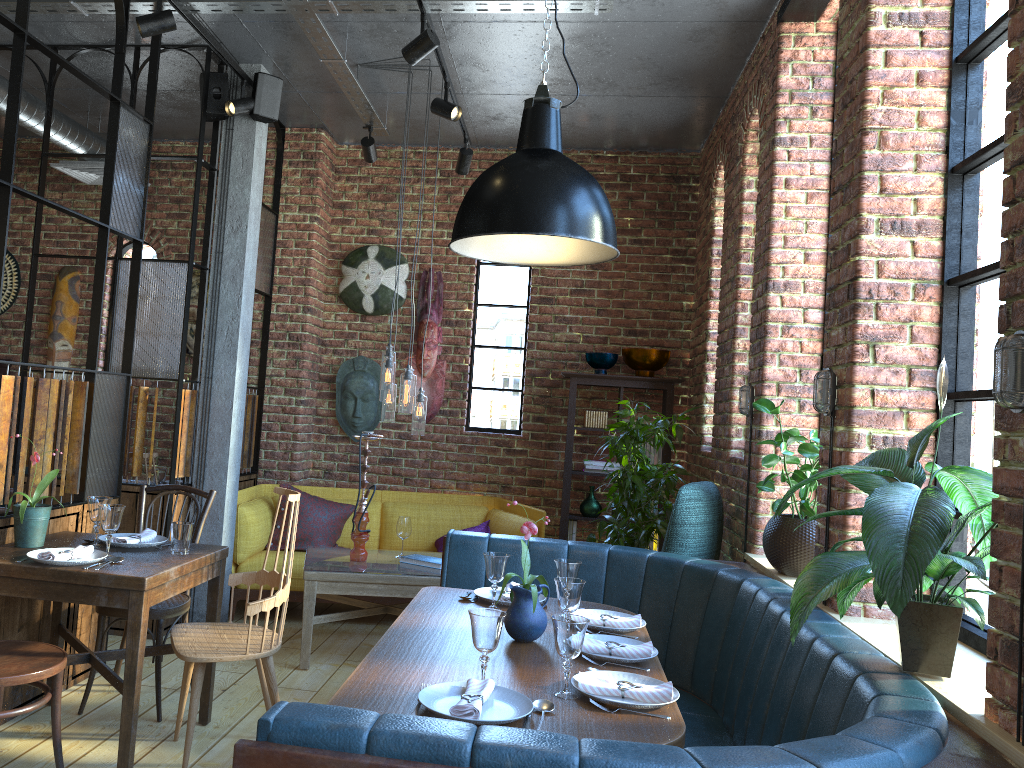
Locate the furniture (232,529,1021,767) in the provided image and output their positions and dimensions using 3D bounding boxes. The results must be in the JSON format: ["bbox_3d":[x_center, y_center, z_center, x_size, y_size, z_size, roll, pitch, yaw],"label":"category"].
[{"bbox_3d":[0.278,1.054,2.592,1.381,0.823,2.580,4,-2,5],"label":"furniture"}]

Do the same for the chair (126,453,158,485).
[{"bbox_3d":[-2.244,0.891,5.186,0.530,1.007,0.455,4,-3,-7],"label":"chair"}]

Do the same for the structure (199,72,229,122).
[{"bbox_3d":[-1.744,-1.677,5.161,0.179,0.268,0.170,5,-3,-21],"label":"structure"}]

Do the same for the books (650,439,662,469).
[{"bbox_3d":[0.970,0.502,5.988,0.080,0.258,0.175,3,-3,4],"label":"books"}]

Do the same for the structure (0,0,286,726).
[{"bbox_3d":[-4.019,-0.475,3.019,5.945,3.329,5.931,4,-2,-10],"label":"structure"}]

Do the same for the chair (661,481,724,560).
[{"bbox_3d":[0.483,0.996,4.384,1.076,1.098,0.773,2,-3,30],"label":"chair"}]

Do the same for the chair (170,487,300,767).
[{"bbox_3d":[-1.053,0.904,3.344,0.436,1.007,0.553,5,-3,-23],"label":"chair"}]

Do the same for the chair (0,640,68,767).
[{"bbox_3d":[-1.702,0.878,2.816,0.456,0.921,0.527,2,-3,28],"label":"chair"}]

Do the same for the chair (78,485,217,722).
[{"bbox_3d":[-1.595,0.924,3.892,0.406,0.916,0.519,4,-3,0],"label":"chair"}]

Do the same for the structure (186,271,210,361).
[{"bbox_3d":[-2.320,-0.516,6.692,0.597,0.727,0.125,3,-3,8],"label":"structure"}]

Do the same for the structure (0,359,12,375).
[{"bbox_3d":[-4.079,0.124,6.906,0.264,0.656,0.158,3,-3,7],"label":"structure"}]

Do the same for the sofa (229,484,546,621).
[{"bbox_3d":[-0.862,1.125,5.836,1.969,0.763,0.799,4,-3,-8],"label":"sofa"}]

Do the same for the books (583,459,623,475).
[{"bbox_3d":[0.624,0.569,6.026,0.273,0.080,0.176,4,-2,7],"label":"books"}]

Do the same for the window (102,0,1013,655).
[{"bbox_3d":[0.438,-0.489,3.915,3.302,2.432,8.869,5,-3,-29],"label":"window"}]

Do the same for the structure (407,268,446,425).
[{"bbox_3d":[-0.616,-0.268,6.468,0.216,1.147,0.237,6,-4,-38],"label":"structure"}]

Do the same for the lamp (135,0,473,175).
[{"bbox_3d":[-3.510,-1.824,3.319,6.342,0.274,7.135,4,-2,6],"label":"lamp"}]

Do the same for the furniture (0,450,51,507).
[{"bbox_3d":[-4.357,0.871,6.199,1.461,0.823,1.472,4,-2,6],"label":"furniture"}]

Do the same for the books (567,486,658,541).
[{"bbox_3d":[0.683,0.930,5.999,0.594,0.575,0.188,3,-3,7],"label":"books"}]

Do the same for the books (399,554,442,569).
[{"bbox_3d":[-0.464,0.975,4.847,0.284,0.028,0.154,3,-2,31],"label":"books"}]

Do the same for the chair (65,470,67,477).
[{"bbox_3d":[-2.745,0.916,5.791,0.501,0.916,0.421,5,-3,-29],"label":"chair"}]

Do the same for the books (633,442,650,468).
[{"bbox_3d":[0.868,0.496,6.013,0.125,0.258,0.161,3,-3,5],"label":"books"}]

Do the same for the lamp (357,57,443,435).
[{"bbox_3d":[-0.690,-0.786,5.043,0.525,2.122,0.276,2,-4,31],"label":"lamp"}]

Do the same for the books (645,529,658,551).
[{"bbox_3d":[0.931,1.096,5.957,0.085,0.273,0.187,3,-3,4],"label":"books"}]

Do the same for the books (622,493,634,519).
[{"bbox_3d":[0.805,0.786,5.992,0.086,0.273,0.170,3,-3,4],"label":"books"}]

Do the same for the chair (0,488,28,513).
[{"bbox_3d":[-2.318,0.865,3.608,0.569,0.921,0.422,2,-3,23],"label":"chair"}]

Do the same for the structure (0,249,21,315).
[{"bbox_3d":[-4.221,-0.824,7.013,0.669,0.620,0.078,3,-3,7],"label":"structure"}]

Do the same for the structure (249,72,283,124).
[{"bbox_3d":[-1.442,-1.658,5.112,0.158,0.268,0.193,6,-4,-44],"label":"structure"}]

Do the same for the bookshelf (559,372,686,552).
[{"bbox_3d":[0.695,0.783,6.001,0.827,1.669,0.312,3,-3,8],"label":"bookshelf"}]

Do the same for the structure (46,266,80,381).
[{"bbox_3d":[-3.523,-0.373,6.862,0.235,1.121,0.092,3,-3,8],"label":"structure"}]

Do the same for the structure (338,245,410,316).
[{"bbox_3d":[-1.024,-0.768,6.509,0.538,0.521,0.145,3,-3,8],"label":"structure"}]

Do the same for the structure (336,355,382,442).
[{"bbox_3d":[-1.125,0.109,6.465,0.373,0.640,0.102,3,-3,9],"label":"structure"}]

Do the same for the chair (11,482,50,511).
[{"bbox_3d":[-2.480,0.871,4.091,0.515,0.916,0.410,4,-3,-9],"label":"chair"}]
